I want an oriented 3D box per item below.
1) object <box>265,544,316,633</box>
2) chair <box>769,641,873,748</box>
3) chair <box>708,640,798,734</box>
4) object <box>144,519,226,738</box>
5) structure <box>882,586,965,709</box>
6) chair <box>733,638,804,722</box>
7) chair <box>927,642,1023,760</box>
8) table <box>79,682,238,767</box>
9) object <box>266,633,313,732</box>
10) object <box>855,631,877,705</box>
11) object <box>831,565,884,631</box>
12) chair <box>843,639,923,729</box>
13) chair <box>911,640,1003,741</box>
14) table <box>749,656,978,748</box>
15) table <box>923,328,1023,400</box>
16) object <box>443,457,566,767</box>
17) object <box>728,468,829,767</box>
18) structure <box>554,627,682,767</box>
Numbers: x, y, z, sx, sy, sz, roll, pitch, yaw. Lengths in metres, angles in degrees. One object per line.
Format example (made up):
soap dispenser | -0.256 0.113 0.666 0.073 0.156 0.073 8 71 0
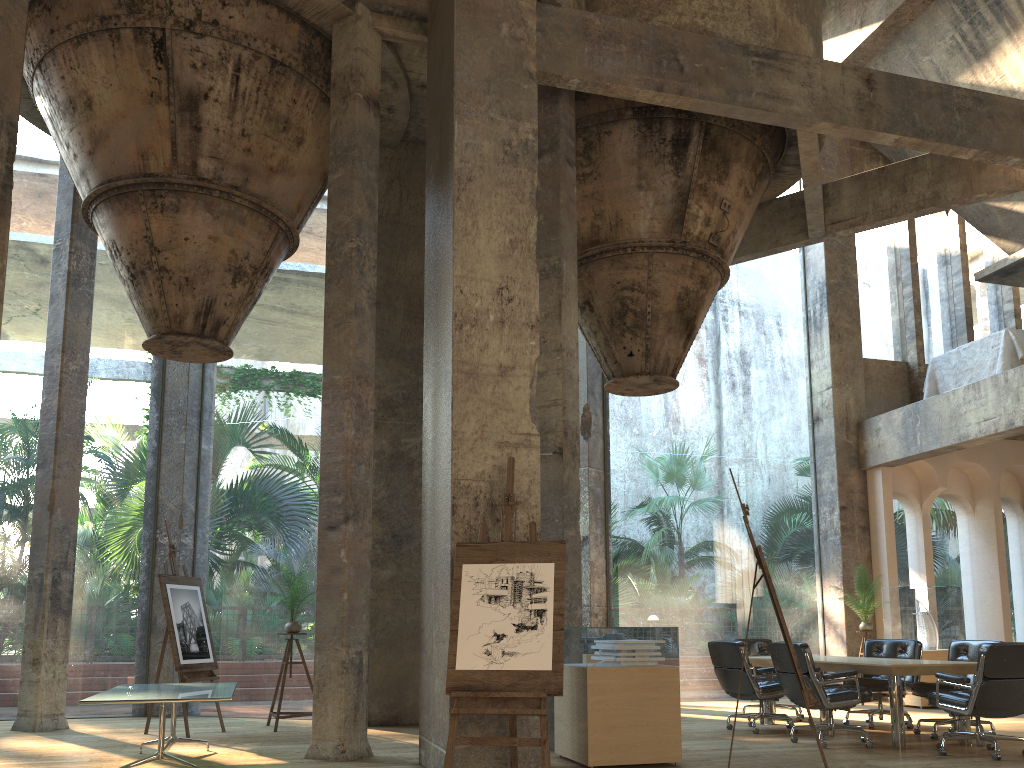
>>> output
object | -2.230 2.158 9.262 0.859 0.919 0.704 -1 -11 5
chair | 2.770 2.716 7.750 0.821 0.872 0.747 2 -12 -9
chair | 2.463 3.016 8.812 0.822 0.872 0.747 3 -12 -15
object | -3.245 2.386 8.667 0.685 2.099 0.716 -2 -9 13
structure | 5.407 3.436 11.513 0.744 1.513 0.606 3 -10 -16
chair | 2.927 3.334 9.950 0.732 0.872 0.839 4 -13 -21
chair | 3.754 2.517 7.051 0.731 0.872 0.839 4 -13 -19
table | -2.594 2.591 6.635 0.941 0.533 1.919 4 -16 -15
object | -2.219 3.094 9.186 0.572 0.950 0.672 4 -12 -21
object | 4.793 3.834 11.889 0.664 0.950 0.579 -9 -13 37
object | 4.767 2.930 12.082 0.862 0.919 0.702 5 -12 -25
chair | 3.858 3.123 9.206 0.830 0.872 0.740 11 -16 -41
chair | 4.167 2.854 8.253 0.823 0.872 0.745 5 -12 -22
table | 3.336 3.026 8.519 1.105 0.683 2.472 4 -16 -15
table | 6.520 -0.142 11.964 1.116 0.782 1.794 4 -15 -15
object | -0.022 1.448 5.358 0.702 2.099 0.699 -2 -9 10
object | 1.765 1.616 5.976 0.686 2.099 0.715 -3 -10 16
structure | 0.790 2.380 6.755 0.736 0.992 0.760 3 -12 -16
